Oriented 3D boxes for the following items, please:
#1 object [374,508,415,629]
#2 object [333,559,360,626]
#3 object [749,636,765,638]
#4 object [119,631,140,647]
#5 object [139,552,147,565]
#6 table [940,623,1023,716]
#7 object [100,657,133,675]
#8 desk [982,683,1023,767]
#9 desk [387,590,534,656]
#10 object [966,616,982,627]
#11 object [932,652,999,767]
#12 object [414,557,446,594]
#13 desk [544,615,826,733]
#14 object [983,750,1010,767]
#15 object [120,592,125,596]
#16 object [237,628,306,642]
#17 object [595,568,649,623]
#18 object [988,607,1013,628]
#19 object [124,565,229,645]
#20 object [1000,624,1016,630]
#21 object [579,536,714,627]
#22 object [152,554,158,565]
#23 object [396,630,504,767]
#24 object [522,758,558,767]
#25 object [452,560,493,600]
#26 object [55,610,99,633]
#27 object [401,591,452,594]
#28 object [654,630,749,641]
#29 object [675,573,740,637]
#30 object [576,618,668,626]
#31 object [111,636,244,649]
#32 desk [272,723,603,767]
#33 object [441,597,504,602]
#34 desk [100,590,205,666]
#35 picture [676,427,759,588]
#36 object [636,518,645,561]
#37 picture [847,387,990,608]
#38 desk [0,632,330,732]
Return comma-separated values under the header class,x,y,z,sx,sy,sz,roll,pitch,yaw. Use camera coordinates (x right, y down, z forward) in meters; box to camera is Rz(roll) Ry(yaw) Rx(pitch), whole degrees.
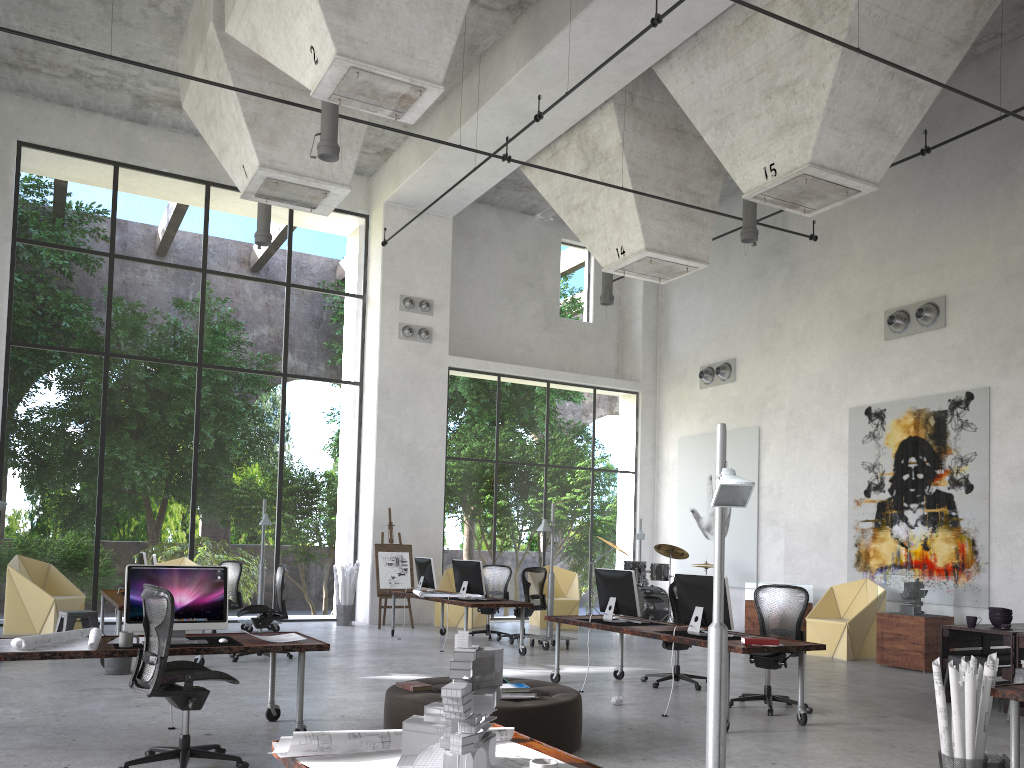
class,x,y,z,sx,sy,sz,roll,pitch,yaw
object,-2.127,3.261,15.621,0.696,2.126,0.688,3,-4,-27
object,-2.972,3.738,15.725,0.441,1.199,0.415,-1,-5,40
object,2.073,2.134,7.404,0.149,0.011,0.011,-5,-9,30
object,-2.642,1.761,6.055,0.122,0.099,0.089,2,-6,1
object,-4.821,2.523,11.722,0.378,0.547,0.721,4,-8,-26
table,5.505,2.877,8.823,1.512,0.787,1.617,6,-10,-28
object,-4.271,2.975,9.504,0.296,0.295,0.400,6,-9,-34
desk,3.970,1.990,4.096,0.968,0.716,3.162,6,-11,-27
desk,-0.866,3.519,13.051,0.978,0.716,3.161,6,-11,-28
object,4.728,2.440,9.008,0.101,0.108,0.130,6,-9,-36
object,2.750,2.086,5.332,0.320,0.929,0.344,2,-4,-10
object,-1.297,3.018,13.861,0.378,0.547,0.721,4,-8,-26
desk,1.503,2.763,8.626,0.978,0.716,3.161,6,-11,-28
object,2.962,2.427,5.464,0.397,0.296,0.299,0,-7,15
object,-4.826,2.804,11.708,0.690,0.008,0.857,7,-12,-26
object,-1.842,1.903,6.691,0.472,0.085,0.440,6,-11,-24
object,1.171,2.241,9.304,0.378,0.547,0.721,4,-8,-26
object,5.062,2.417,9.101,0.215,0.212,0.195,5,-7,-27
object,-2.432,1.602,6.407,0.717,0.548,0.380,5,-6,-27
object,4.955,2.432,8.791,0.139,0.056,0.117,10,-12,-42
object,2.715,3.773,16.621,1.896,1.726,2.987,8,-11,-43
object,-4.159,2.313,10.495,0.378,0.547,0.722,4,-8,-21
object,-0.216,1.071,2.922,0.361,0.516,0.500,1,-7,7
object,0.080,1.215,2.710,0.122,0.099,0.089,2,-6,0
object,-0.557,2.785,12.495,0.379,0.547,0.719,5,-8,-36
object,-5.398,3.091,10.909,0.479,0.527,0.458,7,-8,-43
object,-1.302,3.299,13.848,0.690,0.008,0.857,7,-12,-26
object,1.818,2.316,8.087,0.690,0.008,0.857,7,-12,-26
object,1.823,2.035,8.100,0.378,0.547,0.721,4,-8,-26
object,1.166,2.522,9.291,0.690,0.008,0.857,7,-12,-26
object,-2.440,1.882,6.390,0.852,0.008,0.695,7,-12,-26
desk,0.235,1.524,2.146,0.978,0.716,3.161,6,-11,-28
object,-0.562,3.066,12.482,0.692,0.008,0.855,9,-13,-36
desk,-4.601,3.052,11.101,0.968,0.716,3.162,6,-11,-27
picture,4.022,2.477,17.392,0.020,2.992,2.355,3,-6,-28
object,2.639,3.855,18.165,0.579,2.135,0.601,1,-3,7
picture,5.922,1.708,12.965,0.020,2.992,2.373,3,-6,-28
desk,-2.962,2.184,6.177,3.143,0.718,0.983,7,-9,-28
